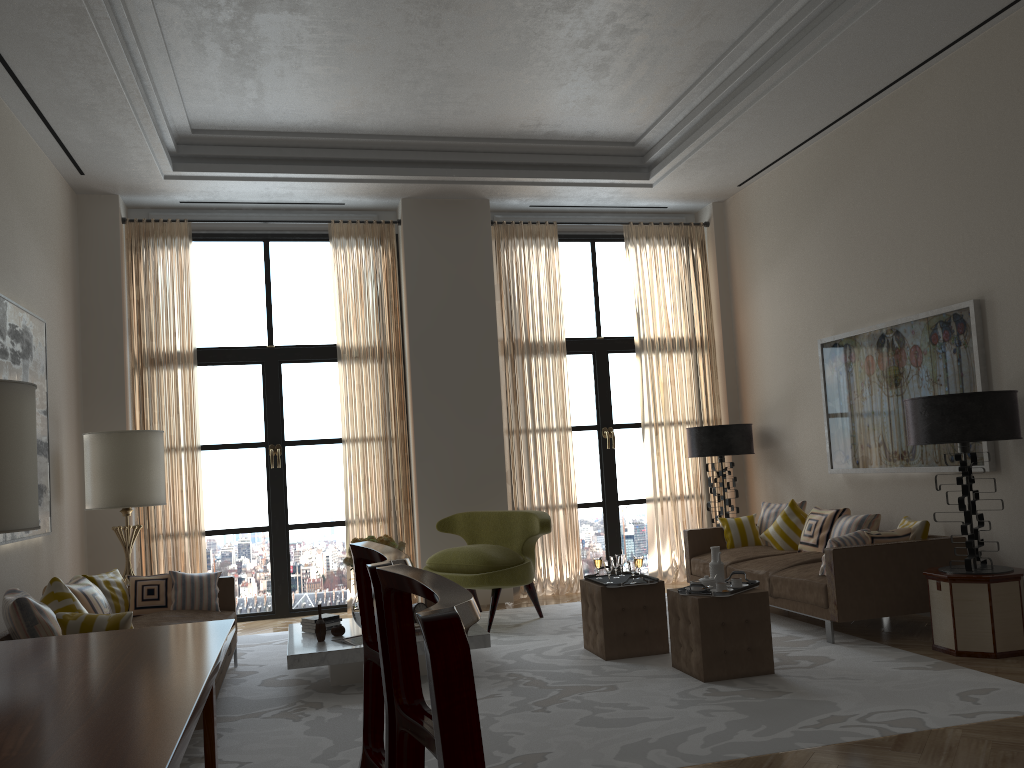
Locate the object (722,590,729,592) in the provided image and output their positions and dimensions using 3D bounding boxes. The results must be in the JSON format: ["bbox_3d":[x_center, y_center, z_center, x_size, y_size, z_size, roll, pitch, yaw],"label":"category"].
[{"bbox_3d":[1.593,1.549,6.606,0.053,0.025,0.049,-2,-5,-12],"label":"object"}]

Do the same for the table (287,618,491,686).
[{"bbox_3d":[-1.108,2.281,7.639,1.583,0.342,1.504,-2,-5,-14],"label":"table"}]

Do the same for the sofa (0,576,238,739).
[{"bbox_3d":[-2.849,2.064,6.656,1.351,0.818,2.986,-2,-5,-14],"label":"sofa"}]

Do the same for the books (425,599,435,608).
[{"bbox_3d":[-0.602,1.961,7.780,0.211,0.264,0.282,-7,-6,36],"label":"books"}]

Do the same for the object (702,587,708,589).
[{"bbox_3d":[1.465,1.557,6.750,0.052,0.027,0.080,-7,-6,33],"label":"object"}]

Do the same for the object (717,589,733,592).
[{"bbox_3d":[1.581,1.555,6.639,0.187,0.015,0.041,-1,-6,-27],"label":"object"}]

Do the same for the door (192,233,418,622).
[{"bbox_3d":[-2.907,0.483,10.919,3.257,4.758,0.240,-2,-4,-14],"label":"door"}]

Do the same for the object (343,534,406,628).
[{"bbox_3d":[-1.149,1.710,7.614,0.539,0.820,0.628,-2,-4,-18],"label":"object"}]

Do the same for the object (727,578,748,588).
[{"bbox_3d":[1.751,1.549,6.904,0.176,0.067,0.176,-2,-5,-15],"label":"object"}]

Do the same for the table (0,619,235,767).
[{"bbox_3d":[-1.740,1.483,2.209,1.799,1.025,3.810,-2,-5,-14],"label":"table"}]

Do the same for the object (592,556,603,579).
[{"bbox_3d":[0.775,1.650,7.958,0.098,0.191,0.098,-1,-5,-31],"label":"object"}]

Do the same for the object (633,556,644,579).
[{"bbox_3d":[1.121,1.616,7.815,0.098,0.191,0.098,-4,-4,12],"label":"object"}]

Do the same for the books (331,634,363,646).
[{"bbox_3d":[-1.249,2.058,7.185,0.281,0.038,0.384,1,-7,-41],"label":"books"}]

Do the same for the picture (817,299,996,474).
[{"bbox_3d":[3.752,0.127,8.671,0.080,1.477,2.272,-2,-5,-15],"label":"picture"}]

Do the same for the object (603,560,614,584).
[{"bbox_3d":[0.833,1.615,7.616,0.098,0.191,0.098,-4,-4,12],"label":"object"}]

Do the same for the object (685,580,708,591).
[{"bbox_3d":[1.416,1.546,6.795,0.176,0.067,0.176,1,-6,-38],"label":"object"}]

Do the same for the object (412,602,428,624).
[{"bbox_3d":[-0.796,1.985,7.623,0.082,0.208,0.205,-6,-5,37],"label":"object"}]

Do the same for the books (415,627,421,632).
[{"bbox_3d":[-0.837,2.032,7.366,0.255,0.026,0.202,-5,-5,11],"label":"books"}]

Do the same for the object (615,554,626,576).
[{"bbox_3d":[0.991,1.646,8.049,0.098,0.191,0.098,-6,-5,33],"label":"object"}]

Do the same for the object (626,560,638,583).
[{"bbox_3d":[1.023,1.593,7.503,0.098,0.191,0.098,-2,-4,-14],"label":"object"}]

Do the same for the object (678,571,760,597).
[{"bbox_3d":[1.606,1.547,6.879,0.442,0.101,0.721,-8,-7,40],"label":"object"}]

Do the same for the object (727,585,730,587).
[{"bbox_3d":[1.719,1.578,6.960,0.041,0.015,0.187,-6,-6,27],"label":"object"}]

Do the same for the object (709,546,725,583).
[{"bbox_3d":[1.631,1.453,7.070,0.113,0.304,0.125,-5,-4,23],"label":"object"}]

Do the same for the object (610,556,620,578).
[{"bbox_3d":[0.927,1.638,7.921,0.098,0.191,0.098,-2,-4,-14],"label":"object"}]

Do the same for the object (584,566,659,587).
[{"bbox_3d":[0.948,1.682,7.773,0.491,0.091,0.804,-2,-5,-14],"label":"object"}]

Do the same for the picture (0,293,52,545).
[{"bbox_3d":[-3.999,0.241,6.782,0.045,1.995,3.068,-3,-5,-13],"label":"picture"}]

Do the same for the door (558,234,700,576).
[{"bbox_3d":[1.260,0.324,11.942,3.085,4.758,0.240,-2,-4,-14],"label":"door"}]

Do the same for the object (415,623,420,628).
[{"bbox_3d":[-0.827,2.011,7.376,0.139,0.019,0.137,0,-6,-30],"label":"object"}]

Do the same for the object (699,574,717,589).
[{"bbox_3d":[1.528,1.547,6.946,0.176,0.105,0.136,-2,-5,-18],"label":"object"}]

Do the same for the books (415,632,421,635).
[{"bbox_3d":[-0.846,2.056,7.362,0.197,0.024,0.256,-4,-5,4],"label":"books"}]

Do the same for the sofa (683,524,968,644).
[{"bbox_3d":[3.003,1.927,9.026,1.351,0.818,2.986,-2,-5,-14],"label":"sofa"}]

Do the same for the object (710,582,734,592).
[{"bbox_3d":[1.585,1.539,6.707,0.176,0.067,0.176,-2,-5,-12],"label":"object"}]

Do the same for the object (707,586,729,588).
[{"bbox_3d":[1.578,1.558,6.806,0.186,0.026,0.041,-3,-5,-6],"label":"object"}]
